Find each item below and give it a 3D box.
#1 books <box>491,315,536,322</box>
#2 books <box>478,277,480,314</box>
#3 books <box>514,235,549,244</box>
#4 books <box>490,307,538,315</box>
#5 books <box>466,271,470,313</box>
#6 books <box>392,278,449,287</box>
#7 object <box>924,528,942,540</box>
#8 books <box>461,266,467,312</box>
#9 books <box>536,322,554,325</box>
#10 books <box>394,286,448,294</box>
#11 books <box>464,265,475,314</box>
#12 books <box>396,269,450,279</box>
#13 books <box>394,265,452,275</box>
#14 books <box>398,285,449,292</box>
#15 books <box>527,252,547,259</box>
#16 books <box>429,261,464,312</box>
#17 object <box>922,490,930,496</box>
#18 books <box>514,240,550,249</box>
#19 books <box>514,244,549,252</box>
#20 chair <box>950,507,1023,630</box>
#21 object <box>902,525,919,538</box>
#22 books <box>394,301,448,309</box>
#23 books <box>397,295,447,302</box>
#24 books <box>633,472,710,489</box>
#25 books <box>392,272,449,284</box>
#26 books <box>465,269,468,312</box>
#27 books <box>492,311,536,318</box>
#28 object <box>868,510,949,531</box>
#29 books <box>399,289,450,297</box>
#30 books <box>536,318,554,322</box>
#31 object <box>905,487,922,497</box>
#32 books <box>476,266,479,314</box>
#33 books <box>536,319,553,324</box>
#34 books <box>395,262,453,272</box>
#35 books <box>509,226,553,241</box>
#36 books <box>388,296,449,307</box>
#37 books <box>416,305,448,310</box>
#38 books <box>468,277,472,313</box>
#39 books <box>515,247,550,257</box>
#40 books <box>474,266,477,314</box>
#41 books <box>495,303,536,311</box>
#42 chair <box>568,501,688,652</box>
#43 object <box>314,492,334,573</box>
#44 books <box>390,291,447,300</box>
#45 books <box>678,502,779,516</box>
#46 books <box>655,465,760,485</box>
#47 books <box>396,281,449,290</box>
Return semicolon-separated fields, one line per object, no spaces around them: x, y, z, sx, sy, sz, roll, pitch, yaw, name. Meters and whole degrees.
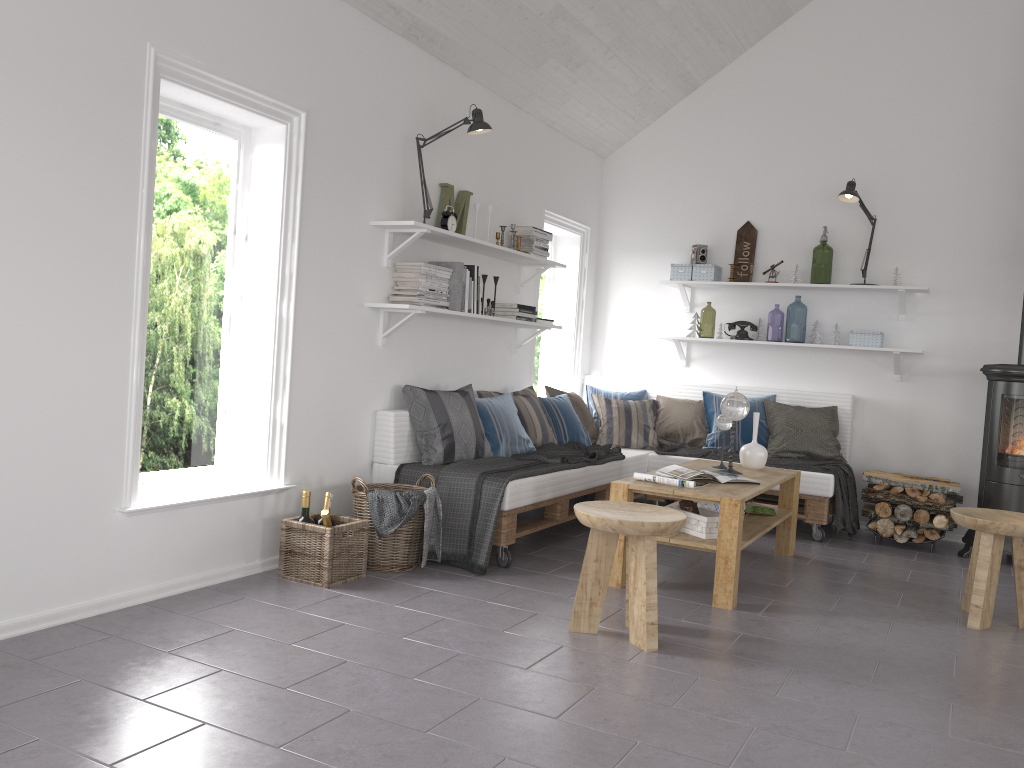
0.009;-0.413;5.644;0.191;0.032;0.258;5;2;30;books
-0.263;-0.509;5.087;0.171;0.219;0.047;5;2;28;books
0.120;-0.936;5.767;0.161;0.027;0.223;5;2;28;books
0.011;-0.463;5.643;0.212;0.023;0.258;5;2;28;books
-0.334;-0.518;4.974;0.200;0.236;0.031;5;2;28;books
-0.493;-0.546;4.764;0.182;0.016;0.288;5;2;28;books
2.672;0.930;5.625;0.096;0.060;0.467;5;2;28;object
-0.347;-0.529;4.934;0.193;0.257;0.046;5;2;28;books
0.139;-0.403;5.885;0.187;0.014;0.253;5;2;28;books
-0.486;-0.501;4.750;0.159;0.012;0.285;5;2;28;books
-0.300;-0.537;5.030;0.200;0.274;0.038;5;2;28;books
-0.476;-0.590;4.752;0.174;0.021;0.273;5;2;28;books
-0.475;-0.609;4.750;0.182;0.016;0.288;5;2;28;books
-0.474;-0.513;4.757;0.161;0.012;0.254;5;2;28;books
0.099;-0.825;5.767;0.172;0.032;0.239;5;2;28;books
-0.371;-0.536;4.892;0.200;0.271;0.050;5;2;28;books
2.636;0.674;5.630;0.044;0.034;0.425;5;2;27;object
0.125;-0.910;5.793;0.161;0.026;0.223;5;2;28;books
0.119;-0.884;5.777;0.152;0.024;0.238;5;2;28;books
2.164;0.824;3.937;0.431;0.479;0.431;5;2;24;chair
2.568;0.913;5.681;0.097;0.056;0.562;5;2;27;object
-0.483;-0.422;4.749;0.159;0.012;0.285;5;2;28;books
-0.482;-0.460;4.766;0.161;0.013;0.254;5;2;28;books
0.764;0.452;4.232;0.300;0.043;0.229;5;2;32;books
-0.493;-0.568;4.760;0.180;0.028;0.296;5;2;28;books
-0.341;-0.522;4.958;0.205;0.243;0.019;5;2;28;books
0.013;-0.440;5.633;0.191;0.023;0.242;5;2;26;books
2.488;0.861;5.580;0.468;0.069;0.095;5;2;27;object
-0.469;-0.488;4.766;0.161;0.013;0.256;5;2;28;books
0.133;-0.430;5.885;0.202;0.012;0.251;5;2;29;books
2.578;0.668;5.675;0.096;0.068;0.467;5;2;27;object
-0.284;-0.537;5.069;0.210;0.274;0.048;5;2;28;books
0.137;-0.417;5.881;0.187;0.014;0.248;5;2;26;books
-0.468;-0.624;4.739;0.182;0.016;0.288;5;2;28;books
0.124;-0.977;5.777;0.176;0.053;0.290;5;2;28;books
-0.496;-0.442;4.743;0.176;0.025;0.331;5;2;28;books
-0.480;-0.409;4.765;0.161;0.012;0.254;5;2;28;books
-0.292;-0.499;4.986;0.141;0.203;0.044;5;2;28;books
0.117;-0.856;5.772;0.172;0.032;0.239;5;2;28;books
-0.294;-0.537;5.048;0.200;0.272;0.054;5;2;28;books
0.011;-0.488;5.633;0.190;0.028;0.239;5;2;30;books
0.436;0.724;3.403;0.431;0.479;0.431;5;2;25;chair
-0.863;0.671;4.005;0.094;0.361;0.127;5;2;27;object
-0.502;-0.475;4.757;0.182;0.016;0.288;5;2;28;books
1.182;0.654;4.846;0.445;0.079;0.301;3;2;-22;books
0.980;0.453;4.454;0.422;0.049;0.300;3;2;-18;books
-0.478;-0.528;4.766;0.167;0.017;0.263;5;2;28;books
